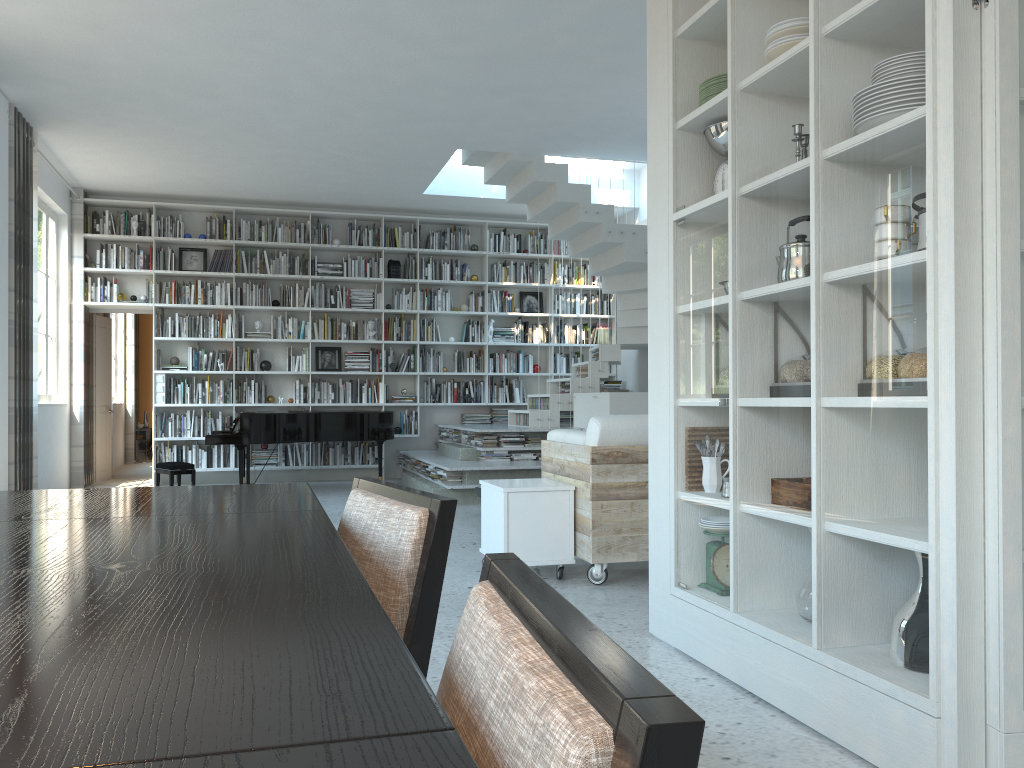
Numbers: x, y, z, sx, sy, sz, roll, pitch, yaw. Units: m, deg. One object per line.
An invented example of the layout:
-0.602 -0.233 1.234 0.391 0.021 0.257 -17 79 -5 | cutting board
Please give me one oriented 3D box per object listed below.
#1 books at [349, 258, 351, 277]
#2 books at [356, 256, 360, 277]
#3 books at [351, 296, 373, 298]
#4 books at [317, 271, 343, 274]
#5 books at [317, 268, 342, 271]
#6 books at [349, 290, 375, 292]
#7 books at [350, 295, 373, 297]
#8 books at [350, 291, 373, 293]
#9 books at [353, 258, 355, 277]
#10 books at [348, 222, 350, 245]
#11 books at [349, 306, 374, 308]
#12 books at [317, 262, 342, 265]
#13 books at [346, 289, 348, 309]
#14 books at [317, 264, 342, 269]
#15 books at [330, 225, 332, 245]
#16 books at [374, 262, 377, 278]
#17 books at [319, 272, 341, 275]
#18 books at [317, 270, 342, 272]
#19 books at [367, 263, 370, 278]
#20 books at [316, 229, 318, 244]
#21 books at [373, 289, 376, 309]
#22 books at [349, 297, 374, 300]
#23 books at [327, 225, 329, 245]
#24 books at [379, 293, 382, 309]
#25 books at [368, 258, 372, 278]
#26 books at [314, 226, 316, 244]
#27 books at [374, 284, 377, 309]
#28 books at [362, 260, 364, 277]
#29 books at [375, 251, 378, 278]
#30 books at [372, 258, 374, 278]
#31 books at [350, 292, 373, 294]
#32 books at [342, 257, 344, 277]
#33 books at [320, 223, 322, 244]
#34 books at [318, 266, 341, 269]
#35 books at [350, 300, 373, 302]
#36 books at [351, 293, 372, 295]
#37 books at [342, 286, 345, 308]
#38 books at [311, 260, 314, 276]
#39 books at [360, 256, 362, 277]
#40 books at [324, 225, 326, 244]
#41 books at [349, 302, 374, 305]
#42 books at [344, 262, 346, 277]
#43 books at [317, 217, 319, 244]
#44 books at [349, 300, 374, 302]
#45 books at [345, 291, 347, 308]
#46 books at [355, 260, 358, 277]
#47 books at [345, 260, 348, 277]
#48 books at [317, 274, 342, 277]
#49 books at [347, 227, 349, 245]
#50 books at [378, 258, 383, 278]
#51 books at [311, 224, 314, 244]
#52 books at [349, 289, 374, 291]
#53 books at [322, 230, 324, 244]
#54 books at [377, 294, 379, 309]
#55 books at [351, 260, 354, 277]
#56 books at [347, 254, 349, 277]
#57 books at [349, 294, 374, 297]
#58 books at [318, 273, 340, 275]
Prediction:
-1.926 -1.358 10.508 0.021 0.237 0.171 0 -1 -16 | books
-1.833 -1.375 10.556 0.029 0.273 0.140 0 -1 -16 | books
-1.793 -1.024 10.550 0.254 0.012 0.161 0 -1 -19 | books
-2.152 -1.306 10.450 0.285 0.012 0.159 0 -1 -19 | books
-2.149 -1.336 10.446 0.285 0.024 0.159 0 -1 -11 | books
-1.792 -1.098 10.546 0.285 0.012 0.159 0 -1 -21 | books
-1.793 -1.036 10.552 0.254 0.012 0.161 0 -1 -14 | books
-1.795 -1.086 10.557 0.254 0.012 0.161 0 -1 -16 | books
-1.877 -1.361 10.533 0.012 0.244 0.131 0 -1 -16 | books
-1.929 -1.752 10.505 0.014 0.292 0.176 0 -1 -16 | books
-1.793 -0.914 10.554 0.285 0.012 0.159 0 -1 -15 | books
-2.153 -1.409 10.458 0.285 0.024 0.159 0 -1 -16 | books
-1.954 -0.995 10.496 0.015 0.245 0.183 0 -1 -16 | books
-2.151 -1.385 10.454 0.285 0.024 0.159 0 -1 -14 | books
-2.138 -1.735 10.453 0.011 0.256 0.143 0 -1 -16 | books
-1.636 -1.339 10.584 0.029 0.202 0.191 0 -1 -16 | books
-2.152 -1.294 10.450 0.254 0.012 0.161 0 -1 -19 | books
-2.153 -1.318 10.453 0.285 0.012 0.159 0 -1 -18 | books
-1.721 -1.333 10.559 0.029 0.188 0.176 0 -1 -16 | books
-2.295 -1.704 10.406 0.026 0.194 0.166 0 -1 -16 | books
-1.639 -0.998 10.581 0.012 0.254 0.161 0 -1 -16 | books
-1.793 -1.011 10.550 0.285 0.012 0.159 0 -1 -13 | books
-2.167 -1.734 10.443 0.005 0.255 0.168 0 -1 -16 | books
-1.583 -0.973 10.616 0.030 0.205 0.158 0 -1 -16 | books
-1.692 -1.362 10.567 0.032 0.248 0.173 0 -1 -16 | books
-2.322 -1.721 10.412 0.023 0.228 0.157 0 -1 -16 | books
-1.631 -1.030 10.600 0.012 0.319 0.140 0 -1 -16 | books
-1.778 -1.350 10.541 0.023 0.223 0.190 0 -1 -16 | books
-1.618 -1.405 10.599 0.012 0.334 0.155 0 -1 -16 | books
-1.667 -1.369 10.590 0.029 0.261 0.133 0 -1 -16 | books
-1.794 -1.074 10.552 0.254 0.012 0.161 0 -1 -14 | books
-2.000 -1.366 10.488 0.012 0.254 0.161 0 -1 -16 | books
-2.241 -1.740 10.414 0.011 0.265 0.163 0 -1 -16 | books
-2.150 -1.360 10.449 0.254 0.025 0.161 0 -1 -20 | books
-1.793 -0.975 10.552 0.254 0.012 0.161 0 -1 -18 | books
-1.792 -1.060 10.546 0.254 0.012 0.161 0 -1 -11 | books
-1.993 -1.007 10.478 0.021 0.269 0.191 0 -1 -16 | books
-2.338 -1.341 10.384 0.027 0.201 0.167 0 -1 -16 | books
-1.803 -1.373 10.543 0.023 0.269 0.185 0 -1 -16 | books
-2.206 -1.731 10.444 0.014 0.248 0.139 0 -1 -16 | books
-1.792 -0.951 10.549 0.285 0.012 0.159 0 -1 -19 | books
-1.981 -1.333 10.488 0.025 0.187 0.193 0 -1 -16 | books
-2.279 -1.777 10.425 0.014 0.341 0.145 0 -1 -16 | books
-1.794 -0.987 10.554 0.285 0.012 0.159 0 -1 -15 | books
-1.975 -0.980 10.499 0.024 0.216 0.132 0 -1 -16 | books
-1.855 -1.348 10.529 0.028 0.219 0.183 0 -1 -16 | books
-1.966 -1.350 10.523 0.024 0.223 0.128 0 -1 -16 | books
-2.152 -1.270 10.450 0.285 0.012 0.159 0 -1 -13 | books
-1.946 -1.729 10.519 0.012 0.245 0.151 0 -1 -16 | books
-1.567 -1.358 10.546 0.037 0.237 0.272 0 -1 -16 | books
-2.340 -1.734 10.387 0.026 0.253 0.185 0 -1 -16 | books
-1.794 -1.110 10.553 0.285 0.012 0.159 0 -1 -14 | books
-2.228 -1.705 10.431 0.023 0.195 0.172 0 -1 -16 | books
-1.610 -0.970 10.602 0.029 0.198 0.172 0 -1 -16 | books
-1.892 -1.347 10.515 0.027 0.216 0.190 0 -1 -16 | books
-1.938 -1.381 10.489 0.011 0.284 0.190 0 -1 -16 | books
-1.794 -1.048 10.555 0.285 0.012 0.159 0 -1 -17 | books
-2.151 -1.282 10.446 0.254 0.012 0.161 0 -1 -11 | books
